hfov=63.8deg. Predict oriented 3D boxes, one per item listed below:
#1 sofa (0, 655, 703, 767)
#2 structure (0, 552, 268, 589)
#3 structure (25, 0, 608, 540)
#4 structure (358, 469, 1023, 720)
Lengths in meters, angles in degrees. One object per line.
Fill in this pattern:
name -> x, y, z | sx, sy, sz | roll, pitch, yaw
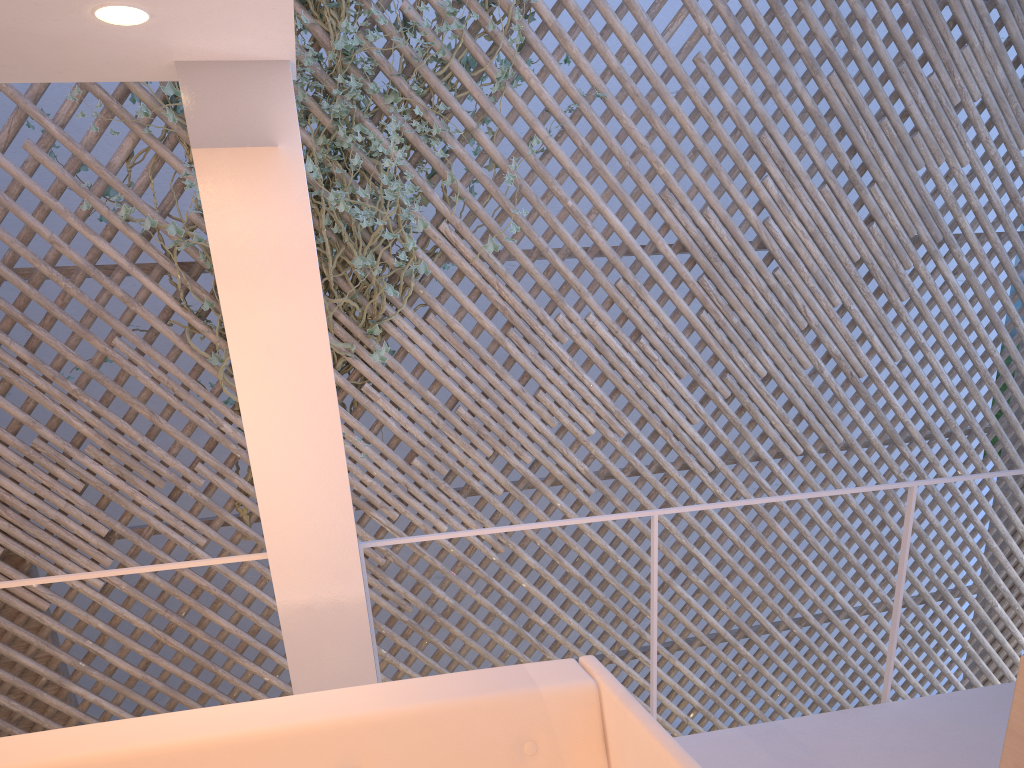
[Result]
sofa -> -0.285, 0.654, 1.046 | 0.979, 0.410, 0.456 | -5, 11, -11
structure -> -1.234, 0.657, 1.416 | 1.693, 0.625, 0.024 | -5, 21, -10
structure -> -0.359, -0.913, 2.571 | 2.328, 3.001, 0.663 | -8, 20, -17
structure -> 0.570, 0.515, 1.745 | 1.691, 0.625, 0.024 | -5, 21, -10
